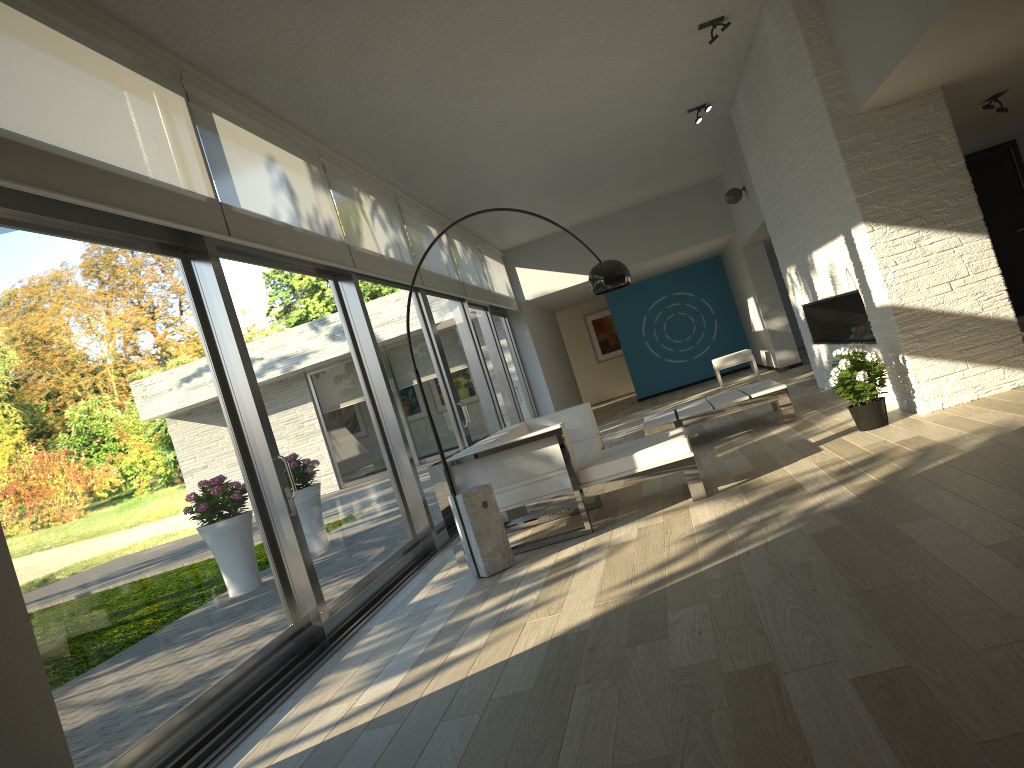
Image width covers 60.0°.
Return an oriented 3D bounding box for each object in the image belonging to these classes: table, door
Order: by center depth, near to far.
[{"bbox_3d":[1.820,0.306,7.979,1.219,0.305,1.221,-18,0,9],"label":"table"},{"bbox_3d":[0.574,-0.195,9.818,19.427,2.374,22.958,-18,0,9],"label":"door"},{"bbox_3d":[5.600,-1.730,10.191,0.919,1.948,0.108,-18,-1,9],"label":"door"}]

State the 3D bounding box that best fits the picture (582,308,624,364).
[{"bbox_3d":[2.487,-1.236,20.818,1.377,1.191,0.017,-18,-1,9],"label":"picture"}]

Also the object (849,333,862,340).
[{"bbox_3d":[3.129,-0.423,8.070,0.075,0.074,0.246,-18,0,8],"label":"object"}]

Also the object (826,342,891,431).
[{"bbox_3d":[2.277,0.013,5.779,0.404,0.571,0.431,-18,-1,31],"label":"object"}]

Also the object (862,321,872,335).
[{"bbox_3d":[3.079,-0.461,7.634,0.093,0.170,0.272,-18,-1,8],"label":"object"}]

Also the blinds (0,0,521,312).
[{"bbox_3d":[-0.953,-1.343,8.160,0.056,0.984,11.534,-18,0,10],"label":"blinds"}]

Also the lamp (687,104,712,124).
[{"bbox_3d":[1.866,-2.663,8.745,0.234,0.153,0.135,-18,-1,9],"label":"lamp"}]

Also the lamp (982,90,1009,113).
[{"bbox_3d":[3.638,-2.087,6.658,0.135,0.153,0.234,-18,-1,10],"label":"lamp"}]

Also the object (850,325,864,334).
[{"bbox_3d":[3.147,-0.495,8.062,0.082,0.073,0.237,-18,-1,9],"label":"object"}]

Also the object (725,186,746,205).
[{"bbox_3d":[2.836,-2.381,11.156,0.314,0.203,0.201,-18,-1,9],"label":"object"}]

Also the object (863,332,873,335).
[{"bbox_3d":[3.043,-0.400,7.540,0.075,0.074,0.246,-18,0,8],"label":"object"}]

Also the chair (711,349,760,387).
[{"bbox_3d":[3.550,-0.259,14.129,0.611,0.442,0.610,-18,-1,9],"label":"chair"}]

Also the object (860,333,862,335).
[{"bbox_3d":[3.196,-0.444,8.045,0.076,0.076,0.236,-18,-1,8],"label":"object"}]

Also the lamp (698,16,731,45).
[{"bbox_3d":[1.492,-2.563,6.455,0.234,0.153,0.135,-18,-1,9],"label":"lamp"}]

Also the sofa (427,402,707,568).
[{"bbox_3d":[0.486,0.532,6.359,1.544,0.655,2.405,-18,0,10],"label":"sofa"}]

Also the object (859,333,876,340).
[{"bbox_3d":[2.977,-0.381,7.357,0.075,0.074,0.245,-17,-1,-12],"label":"object"}]

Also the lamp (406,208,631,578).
[{"bbox_3d":[0.213,-0.115,5.377,1.757,2.024,0.282,-17,-1,-38],"label":"lamp"}]
